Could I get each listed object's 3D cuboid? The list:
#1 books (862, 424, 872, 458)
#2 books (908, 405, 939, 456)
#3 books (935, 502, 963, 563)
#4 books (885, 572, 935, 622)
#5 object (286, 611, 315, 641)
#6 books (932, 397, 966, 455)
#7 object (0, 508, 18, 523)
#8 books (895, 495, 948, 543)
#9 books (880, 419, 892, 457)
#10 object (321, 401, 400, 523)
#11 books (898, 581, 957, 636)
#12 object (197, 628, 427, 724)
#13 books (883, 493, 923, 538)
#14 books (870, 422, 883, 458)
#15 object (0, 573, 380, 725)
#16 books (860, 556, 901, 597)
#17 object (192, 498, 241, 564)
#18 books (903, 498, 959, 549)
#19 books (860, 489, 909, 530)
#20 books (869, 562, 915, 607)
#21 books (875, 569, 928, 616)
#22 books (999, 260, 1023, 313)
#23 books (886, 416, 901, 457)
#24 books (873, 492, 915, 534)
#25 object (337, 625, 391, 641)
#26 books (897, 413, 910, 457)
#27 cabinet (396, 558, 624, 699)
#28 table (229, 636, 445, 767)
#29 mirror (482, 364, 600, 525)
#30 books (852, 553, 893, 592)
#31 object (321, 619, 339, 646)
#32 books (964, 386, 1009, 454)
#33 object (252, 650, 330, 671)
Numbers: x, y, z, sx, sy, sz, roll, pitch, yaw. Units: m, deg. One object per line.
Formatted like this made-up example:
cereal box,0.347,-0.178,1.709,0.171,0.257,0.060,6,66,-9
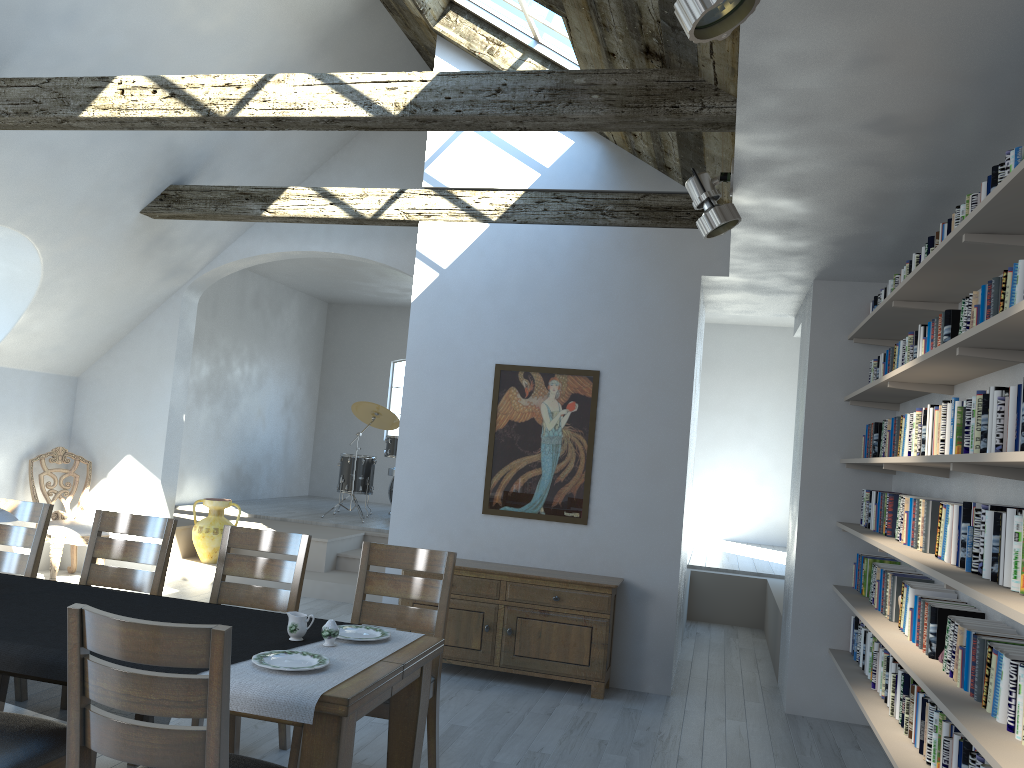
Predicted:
books,2.263,0.363,5.403,0.209,0.220,0.278,4,-4,12
books,1.925,0.227,3.963,0.214,0.237,0.490,4,-4,14
books,1.768,0.581,3.429,0.189,0.228,0.249,4,-4,14
books,1.944,1.059,4.301,0.189,0.229,0.343,4,-4,14
object,-0.786,0.894,3.275,0.100,0.098,0.071,6,-4,-17
books,1.815,0.183,3.477,0.242,0.237,0.494,4,-4,14
object,-2.113,0.660,3.512,0.251,0.362,0.251,2,-5,36
books,1.959,0.654,4.242,0.189,0.228,0.249,4,-4,14
books,2.125,0.309,4.828,0.189,0.228,0.249,4,-4,14
object,-1.297,0.987,11.104,2.354,1.383,1.465,8,-5,-32
books,1.879,1.026,4.021,0.189,0.228,0.249,4,-4,14
object,-1.852,0.902,3.436,2.872,0.077,1.050,4,-4,14
books,2.023,0.682,4.515,0.189,0.224,0.345,4,-4,14
books,2.190,0.337,5.102,0.189,0.224,0.345,4,-4,14
object,-1.854,0.974,3.433,2.456,0.227,1.073,4,-4,14
books,2.136,1.130,5.112,0.189,0.224,0.345,4,-4,14
object,-2.862,1.413,8.528,0.402,0.605,0.396,7,-5,-30
books,1.905,0.635,4.004,0.209,0.220,0.278,4,-4,12
books,2.188,0.743,5.205,0.214,0.220,0.490,4,-4,14
books,2.070,1.105,4.835,0.189,0.228,0.249,4,-4,14
books,2.016,1.085,4.596,0.209,0.220,0.278,4,-4,12
books,1.680,-0.263,2.816,0.189,0.228,0.249,4,-4,14
books,2.072,0.290,4.590,0.209,0.220,0.278,4,-4,12
books,2.097,0.708,4.817,0.209,0.220,0.278,4,-4,12
object,-0.592,0.961,3.407,0.250,0.017,0.253,4,-4,14
books,2.008,0.264,4.329,0.189,0.228,0.249,4,-4,14
cabinet,-0.044,1.578,5.864,1.481,0.714,0.383,4,-4,14
table,-1.899,1.232,3.413,3.078,0.737,0.939,4,-4,14
mirror,0.196,0.404,6.091,0.736,1.047,0.009,4,-4,14
books,2.208,1.159,5.409,0.209,0.220,0.278,4,-4,12
object,-0.663,0.905,3.235,0.064,0.092,0.064,6,-4,-9
books,1.701,0.140,2.995,0.242,0.237,0.494,4,-4,14
object,-0.728,0.915,2.921,0.250,0.017,0.253,4,-4,14
